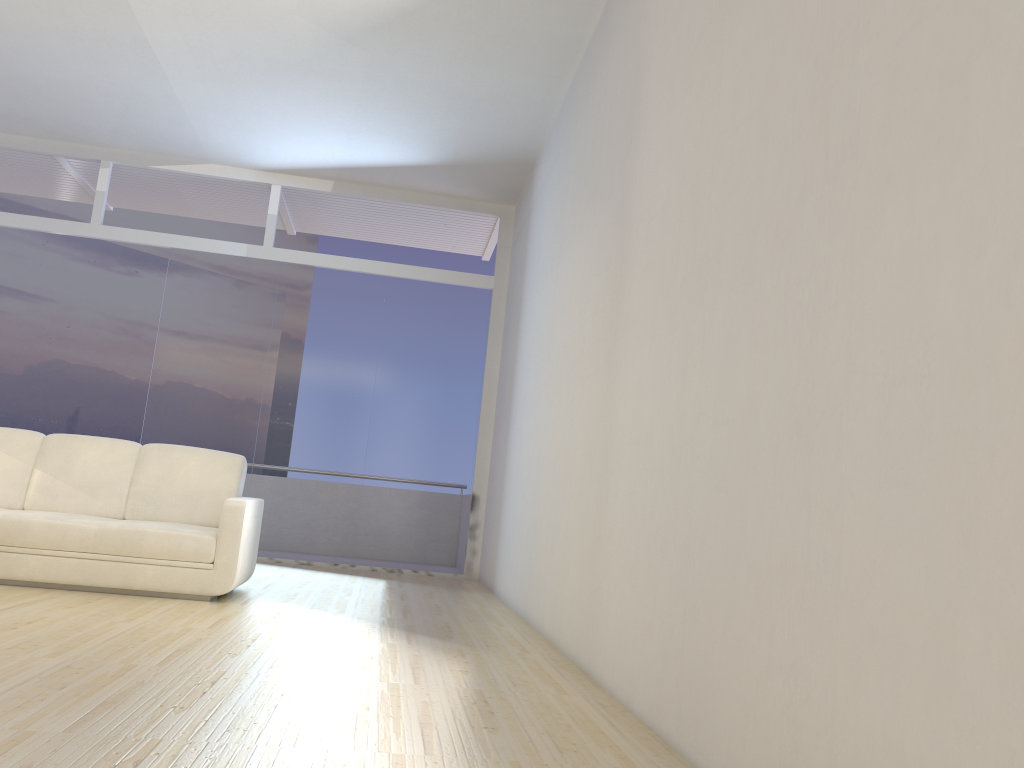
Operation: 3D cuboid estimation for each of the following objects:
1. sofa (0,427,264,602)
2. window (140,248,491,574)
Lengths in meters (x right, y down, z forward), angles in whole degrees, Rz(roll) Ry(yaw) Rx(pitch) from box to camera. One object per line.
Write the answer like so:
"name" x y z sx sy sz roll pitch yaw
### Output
"sofa" -2.613 0.716 5.216 2.166 0.862 0.941 7 -8 -7
"window" -1.800 0.249 8.166 2.988 2.706 0.012 7 -8 -7
